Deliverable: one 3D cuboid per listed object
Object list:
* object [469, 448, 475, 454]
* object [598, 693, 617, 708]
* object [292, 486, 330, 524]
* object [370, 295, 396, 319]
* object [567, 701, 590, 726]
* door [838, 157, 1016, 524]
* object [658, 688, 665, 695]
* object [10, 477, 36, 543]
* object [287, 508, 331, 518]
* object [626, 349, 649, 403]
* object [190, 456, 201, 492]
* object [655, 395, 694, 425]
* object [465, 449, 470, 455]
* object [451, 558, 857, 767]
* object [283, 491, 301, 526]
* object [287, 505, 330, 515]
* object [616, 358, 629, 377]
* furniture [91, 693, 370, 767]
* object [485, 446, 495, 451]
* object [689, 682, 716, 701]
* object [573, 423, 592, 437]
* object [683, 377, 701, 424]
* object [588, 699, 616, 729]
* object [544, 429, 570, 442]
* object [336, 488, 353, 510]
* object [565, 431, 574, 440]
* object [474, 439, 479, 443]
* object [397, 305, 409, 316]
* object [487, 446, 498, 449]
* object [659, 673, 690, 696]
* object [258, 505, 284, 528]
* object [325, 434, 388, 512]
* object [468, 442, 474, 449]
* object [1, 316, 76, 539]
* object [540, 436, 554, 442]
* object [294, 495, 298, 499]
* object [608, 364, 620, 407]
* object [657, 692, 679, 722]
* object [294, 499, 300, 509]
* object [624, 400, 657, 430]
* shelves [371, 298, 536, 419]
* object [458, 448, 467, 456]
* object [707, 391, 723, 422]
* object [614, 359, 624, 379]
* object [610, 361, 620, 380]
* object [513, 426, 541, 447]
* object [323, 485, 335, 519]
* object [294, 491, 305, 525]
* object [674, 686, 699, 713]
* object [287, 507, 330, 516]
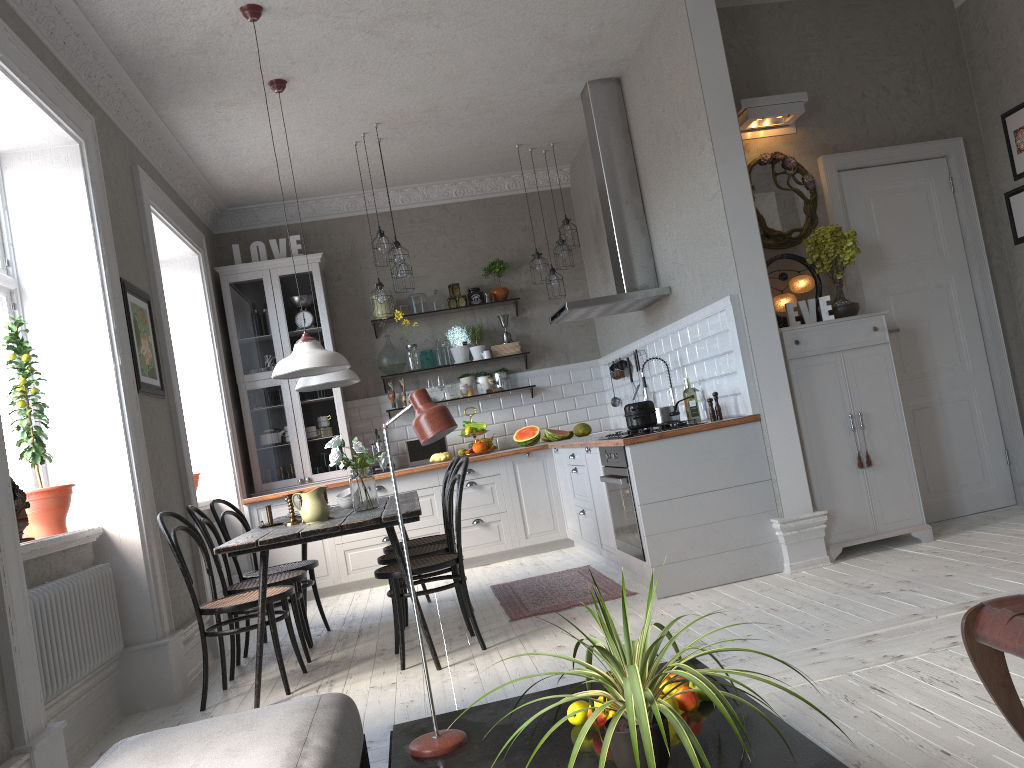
[{"bbox_3d":[-0.353,0.587,7.590,0.071,0.076,0.225,-9,-3,-26],"label":"object"},{"bbox_3d":[0.226,0.752,2.071,0.058,0.058,0.057,-9,-3,-26],"label":"object"},{"bbox_3d":[-0.978,0.596,4.353,0.133,0.170,0.153,-13,-4,43],"label":"object"},{"bbox_3d":[-1.115,-0.664,7.708,0.190,0.216,0.174,-10,-3,5],"label":"object"},{"bbox_3d":[0.156,0.765,2.058,0.070,0.055,0.058,-8,-4,-41],"label":"object"},{"bbox_3d":[2.532,-0.277,5.392,0.757,2.182,0.079,-10,-3,-10],"label":"door"},{"bbox_3d":[0.331,0.732,2.050,0.057,0.058,0.058,-9,-3,-18],"label":"object"},{"bbox_3d":[-2.001,0.470,3.476,0.120,0.329,0.236,-10,-3,-6],"label":"object"},{"bbox_3d":[-1.140,0.734,4.980,0.236,0.027,0.239,-11,-3,9],"label":"object"},{"bbox_3d":[0.924,-0.026,6.646,0.081,0.443,0.327,-10,-3,-7],"label":"object"},{"bbox_3d":[-2.389,0.453,6.316,0.257,0.813,0.263,-11,-3,19],"label":"object"},{"bbox_3d":[0.954,0.154,5.197,0.299,0.134,0.177,-12,-3,26],"label":"object"},{"bbox_3d":[-0.368,0.580,7.572,0.084,0.057,0.089,-11,-3,23],"label":"object"},{"bbox_3d":[0.248,0.554,1.748,0.727,0.420,0.667,-11,-3,9],"label":"object"},{"bbox_3d":[-1.127,0.632,4.519,0.097,0.172,0.094,-9,-3,-27],"label":"object"},{"bbox_3d":[-1.143,0.716,4.981,0.235,0.027,0.240,-11,-3,14],"label":"object"},{"bbox_3d":[0.880,-0.133,7.020,0.108,0.161,0.137,-11,-3,9],"label":"object"},{"bbox_3d":[-0.590,0.962,1.741,0.587,0.475,0.822,-10,-3,-8],"label":"furniture"},{"bbox_3d":[-0.192,0.556,7.561,0.088,0.051,0.069,-13,-4,39],"label":"object"},{"bbox_3d":[0.446,0.715,2.076,0.059,0.053,0.059,-10,-3,-2],"label":"object"},{"bbox_3d":[0.608,0.397,7.661,0.129,0.119,0.208,-13,-4,44],"label":"object"},{"bbox_3d":[1.112,0.098,5.448,0.090,0.282,0.081,-10,-3,-8],"label":"object"},{"bbox_3d":[0.205,0.748,2.003,0.067,0.066,0.070,-10,-3,-4],"label":"object"},{"bbox_3d":[0.392,0.423,7.499,0.228,0.127,0.146,-9,-3,-26],"label":"object"},{"bbox_3d":[-0.940,0.655,5.060,0.124,0.119,0.128,-11,-3,7],"label":"object"},{"bbox_3d":[0.472,0.446,7.686,0.204,0.073,0.117,-7,-4,-45],"label":"object"},{"bbox_3d":[-0.296,0.523,7.670,0.086,0.093,0.086,-9,-3,-13],"label":"object"},{"bbox_3d":[-0.956,-0.634,7.789,0.104,0.111,0.102,-10,-3,-9],"label":"object"},{"bbox_3d":[-0.224,0.558,7.679,0.213,0.044,0.055,-12,-3,29],"label":"object"},{"bbox_3d":[0.387,0.722,2.105,0.073,0.064,0.076,-11,-3,22],"label":"object"},{"bbox_3d":[-1.293,0.704,4.729,0.142,0.112,0.137,-9,-3,-26],"label":"object"},{"bbox_3d":[-0.789,0.452,4.599,0.314,0.414,0.249,-10,-3,-10],"label":"object"},{"bbox_3d":[-0.326,0.540,7.672,0.078,0.076,0.156,-11,-3,18],"label":"object"},{"bbox_3d":[-2.106,0.176,3.877,0.265,0.991,0.275,-12,-3,31],"label":"object"},{"bbox_3d":[0.345,0.476,7.761,0.199,0.067,0.103,-10,-3,-3],"label":"object"},{"bbox_3d":[-1.153,0.661,4.983,0.182,0.094,0.177,-9,-3,-18],"label":"object"},{"bbox_3d":[0.854,0.010,7.525,0.077,0.378,0.082,-10,-3,-8],"label":"object"},{"bbox_3d":[0.343,0.723,1.989,0.060,0.063,0.063,-11,-3,23],"label":"object"},{"bbox_3d":[-1.149,0.681,4.982,0.182,0.094,0.177,-9,-3,-18],"label":"object"},{"bbox_3d":[0.715,0.174,4.927,0.194,0.147,0.189,-8,-3,-29],"label":"object"},{"bbox_3d":[-0.505,-0.195,7.823,1.325,0.923,0.227,-10,-3,-10],"label":"shelves"},{"bbox_3d":[-0.412,0.586,7.601,0.075,0.072,0.154,-11,-3,21],"label":"object"},{"bbox_3d":[1.122,0.122,4.912,0.073,0.166,0.035,-10,-3,-9],"label":"object"},{"bbox_3d":[0.875,-0.125,7.146,0.109,0.161,0.136,-10,-3,-6],"label":"object"},{"bbox_3d":[0.859,-0.115,7.273,0.108,0.161,0.137,-10,-3,4],"label":"object"},{"bbox_3d":[0.129,0.446,7.506,0.234,0.174,0.219,-11,-3,13],"label":"object"},{"bbox_3d":[-0.934,0.595,4.444,0.059,0.167,0.059,-10,-3,5],"label":"object"},{"bbox_3d":[-1.059,0.616,4.458,0.061,0.172,0.062,-11,-3,13],"label":"object"},{"bbox_3d":[0.397,0.719,2.021,0.057,0.058,0.057,-11,-3,16],"label":"object"},{"bbox_3d":[-1.141,0.725,4.980,0.242,0.027,0.232,-7,-4,-41],"label":"object"}]
